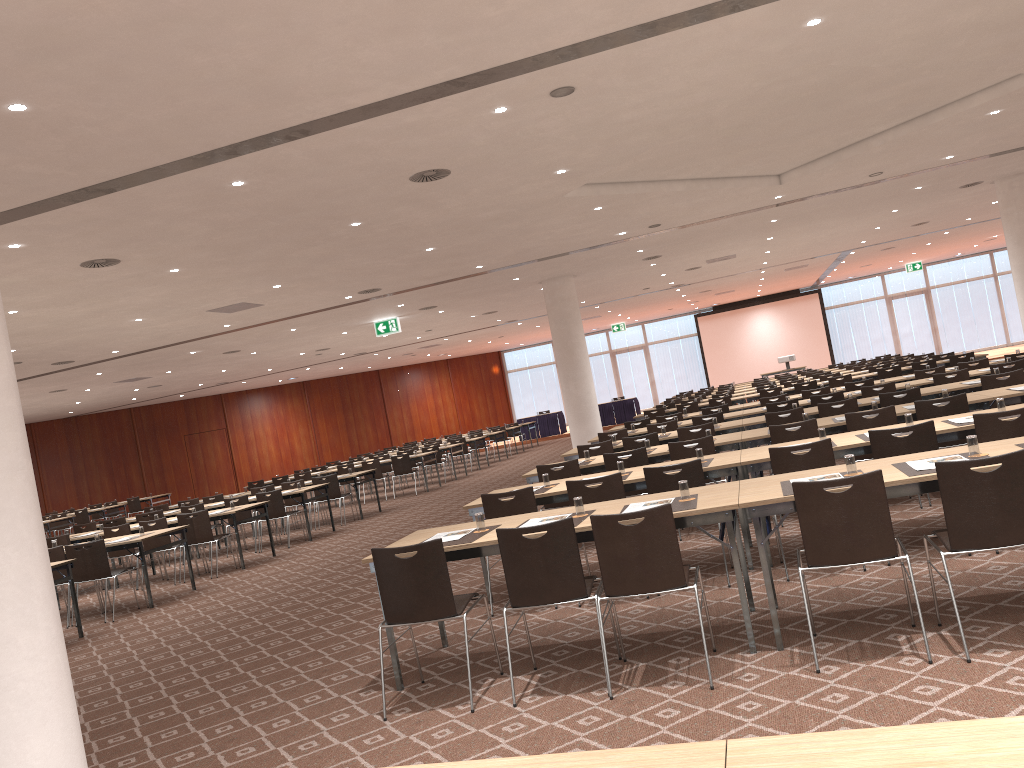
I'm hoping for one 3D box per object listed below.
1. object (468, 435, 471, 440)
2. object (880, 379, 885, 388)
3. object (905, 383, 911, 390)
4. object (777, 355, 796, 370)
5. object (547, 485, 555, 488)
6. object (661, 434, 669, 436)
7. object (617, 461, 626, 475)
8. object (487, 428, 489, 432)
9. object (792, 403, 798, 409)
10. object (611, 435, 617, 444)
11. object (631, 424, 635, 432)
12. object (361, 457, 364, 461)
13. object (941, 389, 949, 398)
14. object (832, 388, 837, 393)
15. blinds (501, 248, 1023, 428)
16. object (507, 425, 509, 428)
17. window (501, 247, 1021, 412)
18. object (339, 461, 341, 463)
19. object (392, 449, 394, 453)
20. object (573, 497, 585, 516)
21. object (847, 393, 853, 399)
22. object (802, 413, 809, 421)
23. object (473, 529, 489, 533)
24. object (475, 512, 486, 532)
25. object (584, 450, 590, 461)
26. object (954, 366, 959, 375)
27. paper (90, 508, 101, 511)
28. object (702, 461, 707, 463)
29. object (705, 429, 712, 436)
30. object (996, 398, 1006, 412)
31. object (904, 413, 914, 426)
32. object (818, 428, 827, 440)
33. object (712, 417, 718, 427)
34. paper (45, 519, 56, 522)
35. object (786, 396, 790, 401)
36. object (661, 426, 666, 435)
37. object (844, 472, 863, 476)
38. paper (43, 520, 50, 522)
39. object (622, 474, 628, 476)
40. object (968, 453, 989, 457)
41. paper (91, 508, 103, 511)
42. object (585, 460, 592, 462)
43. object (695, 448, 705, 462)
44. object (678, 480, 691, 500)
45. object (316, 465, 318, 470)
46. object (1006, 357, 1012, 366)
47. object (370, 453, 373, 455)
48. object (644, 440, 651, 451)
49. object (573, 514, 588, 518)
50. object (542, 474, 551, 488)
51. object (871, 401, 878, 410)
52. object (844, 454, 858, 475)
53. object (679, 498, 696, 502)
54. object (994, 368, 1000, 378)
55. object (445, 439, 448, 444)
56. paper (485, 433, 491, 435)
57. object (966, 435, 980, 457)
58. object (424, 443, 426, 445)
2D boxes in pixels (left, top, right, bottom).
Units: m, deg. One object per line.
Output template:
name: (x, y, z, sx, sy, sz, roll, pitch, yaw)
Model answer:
object: (-1.148, 1.445, 24.037, 0.054, 0.114, 0.054, -11, -1, 4)
object: (5.219, -0.004, 12.475, 0.054, 0.114, 0.054, -10, -1, -41)
object: (4.708, 0.052, 10.539, 0.054, 0.114, 0.054, -10, -1, -41)
object: (9.509, -0.738, 30.638, 0.576, 0.472, 0.614, -11, -1, 15)
object: (0.323, 0.880, 7.591, 0.102, 0.001, 0.102, -11, -1, 4)
object: (1.945, 0.650, 11.291, 0.102, 0.001, 0.102, -10, -2, -41)
object: (0.916, 0.706, 7.440, 0.054, 0.114, 0.054, -11, -1, 26)
object: (-0.754, 1.455, 28.072, 0.054, 0.114, 0.054, -11, -1, 4)
object: (3.476, 0.293, 10.883, 0.054, 0.114, 0.054, -11, -1, 4)
object: (1.319, 0.714, 11.471, 0.054, 0.114, 0.054, -11, -1, 4)
object: (1.830, 0.658, 13.405, 0.054, 0.114, 0.054, -10, -1, -41)
object: (-3.816, 1.923, 22.695, 0.054, 0.114, 0.054, -10, -1, -41)
object: (4.204, 0.107, 8.603, 0.054, 0.114, 0.054, -10, -1, -41)
object: (4.603, 0.116, 12.646, 0.054, 0.114, 0.054, -10, -1, -41)
blinds: (10.643, -1.677, 37.146, 22.863, 3.816, 0.115, -11, -1, 15)
object: (-0.138, 1.335, 27.906, 0.054, 0.114, 0.054, -11, -1, 4)
window: (10.726, -1.717, 37.353, 22.972, 3.872, 0.217, -11, -1, 15)
object: (-4.433, 2.043, 22.865, 0.054, 0.114, 0.054, -10, -1, -41)
object: (-3.303, 1.866, 24.622, 0.054, 0.114, 0.054, -10, -1, -19)
object: (0.418, 0.760, 5.505, 0.054, 0.114, 0.054, -10, -1, -41)
object: (4.087, 0.174, 10.710, 0.054, 0.114, 0.054, -11, -1, 4)
object: (2.963, 0.349, 8.938, 0.054, 0.114, 0.054, -10, -1, -41)
object: (-0.195, 0.938, 5.655, 0.102, 0.001, 0.102, -10, -1, -19)
object: (-0.202, 0.880, 5.657, 0.054, 0.114, 0.054, -10, -1, -19)
object: (0.807, 0.771, 9.541, 0.054, 0.114, 0.054, -10, -1, -41)
object: (6.138, -0.183, 12.228, 0.054, 0.114, 0.054, -10, -1, -19)
paper: (-11.554, 3.489, 24.780, 0.284, 0.006, 0.398, -11, -1, 14)
object: (1.547, 0.641, 7.256, 0.102, 0.001, 0.102, -11, -1, 4)
object: (2.043, 0.529, 9.196, 0.054, 0.114, 0.054, -10, -1, -19)
object: (3.689, 0.165, 6.687, 0.054, 0.114, 0.054, -11, -1, 4)
object: (3.073, 0.285, 6.858, 0.054, 0.114, 0.054, -11, -1, 4)
object: (2.454, 0.405, 7.007, 0.054, 0.114, 0.054, -11, -1, 4)
object: (2.548, 0.474, 11.129, 0.054, 0.114, 0.054, -10, -1, -19)
paper: (-12.033, 3.541, 22.755, 0.460, 0.003, 0.565, -11, -1, 14)
object: (3.992, 0.236, 12.816, 0.054, 0.114, 0.054, -10, -1, -41)
object: (1.930, 0.595, 11.305, 0.054, 0.114, 0.054, -11, -1, 4)
object: (1.957, 0.518, 5.083, 0.102, 0.001, 0.102, -10, -1, -19)
paper: (-12.080, 3.548, 22.837, 0.284, 0.006, 0.398, -11, -1, 11)
object: (0.929, 0.762, 7.422, 0.102, 0.001, 0.102, -10, -2, -41)
object: (2.585, 0.395, 4.913, 0.102, 0.001, 0.102, -10, -1, -19)
paper: (-11.541, 3.488, 24.679, 0.460, 0.003, 0.565, -11, -1, 14)
object: (0.831, 0.824, 9.526, 0.102, 0.001, 0.102, -10, -1, -19)
object: (1.538, 0.584, 7.257, 0.054, 0.114, 0.054, -10, -1, -41)
object: (1.038, 0.639, 5.337, 0.054, 0.114, 0.054, -10, -1, -19)
object: (-5.060, 2.165, 23.031, 0.054, 0.114, 0.054, -10, -1, -41)
object: (6.757, -0.304, 12.054, 0.054, 0.114, 0.054, -10, -1, -19)
object: (-3.921, 1.987, 24.794, 0.054, 0.114, 0.054, -10, -1, -19)
object: (1.433, 0.648, 9.365, 0.054, 0.114, 0.054, -10, -1, -19)
object: (0.423, 0.817, 5.500, 0.102, 0.001, 0.102, -10, -1, -19)
object: (0.293, 0.827, 7.594, 0.054, 0.114, 0.054, -11, -1, 4)
object: (3.590, 0.227, 8.774, 0.054, 0.114, 0.054, -10, -1, -41)
object: (1.940, 0.462, 5.075, 0.054, 0.114, 0.054, -10, -1, -19)
object: (1.051, 0.694, 5.321, 0.102, 0.001, 0.102, -10, -1, -19)
object: (5.635, -0.128, 10.301, 0.054, 0.114, 0.054, -10, -1, -19)
object: (-1.783, 1.569, 24.203, 0.054, 0.114, 0.054, -11, -1, 4)
paper: (-0.824, 1.483, 25.908, 0.460, 0.003, 0.565, -11, -1, 14)
object: (2.554, 0.342, 4.911, 0.054, 0.114, 0.054, -10, -1, -19)
object: (-2.396, 1.689, 24.376, 0.054, 0.114, 0.054, -11, -1, 4)
